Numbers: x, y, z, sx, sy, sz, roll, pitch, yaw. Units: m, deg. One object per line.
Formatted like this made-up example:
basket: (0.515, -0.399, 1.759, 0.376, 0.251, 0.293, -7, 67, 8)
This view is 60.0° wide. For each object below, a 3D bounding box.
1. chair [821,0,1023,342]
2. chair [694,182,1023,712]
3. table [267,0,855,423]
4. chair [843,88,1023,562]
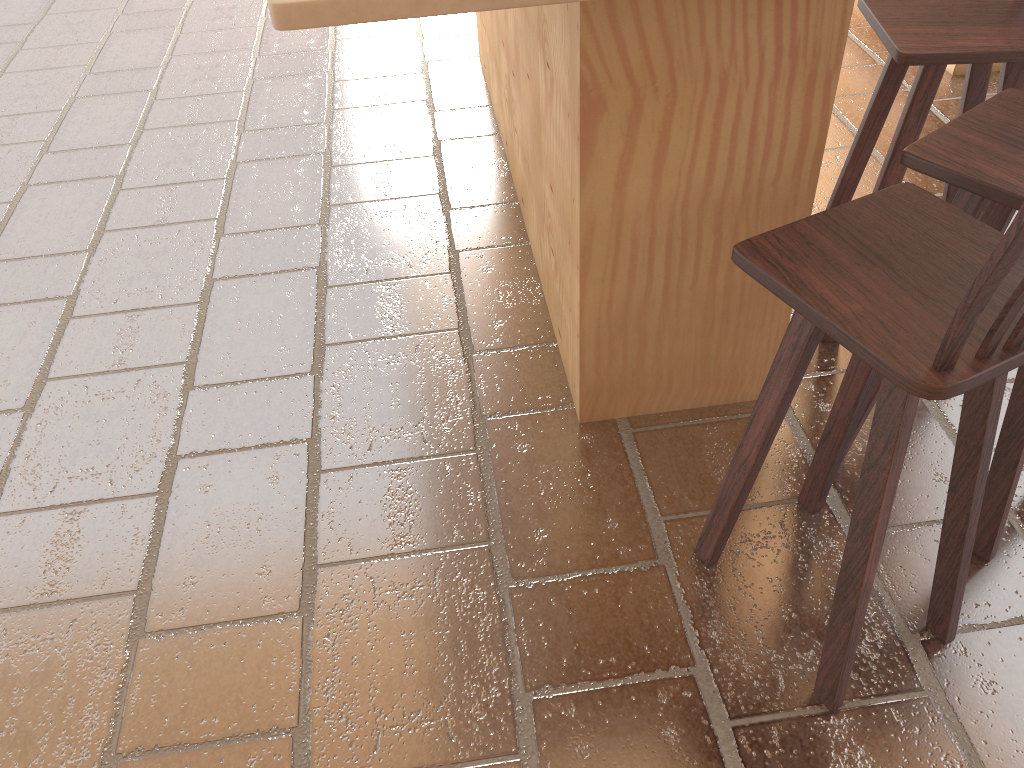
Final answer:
chair: (1.122, -0.724, 2.233, 0.504, 1.319, 0.406, -1, 42, 4)
chair: (0.650, -0.014, 1.486, 0.406, 1.319, 0.504, -21, 45, -18)
table: (0.063, -1.205, 2.889, 1.196, 1.257, 3.220, -7, 42, -4)
chair: (1.037, -0.263, 1.732, 0.406, 1.319, 0.504, -30, 48, -26)
